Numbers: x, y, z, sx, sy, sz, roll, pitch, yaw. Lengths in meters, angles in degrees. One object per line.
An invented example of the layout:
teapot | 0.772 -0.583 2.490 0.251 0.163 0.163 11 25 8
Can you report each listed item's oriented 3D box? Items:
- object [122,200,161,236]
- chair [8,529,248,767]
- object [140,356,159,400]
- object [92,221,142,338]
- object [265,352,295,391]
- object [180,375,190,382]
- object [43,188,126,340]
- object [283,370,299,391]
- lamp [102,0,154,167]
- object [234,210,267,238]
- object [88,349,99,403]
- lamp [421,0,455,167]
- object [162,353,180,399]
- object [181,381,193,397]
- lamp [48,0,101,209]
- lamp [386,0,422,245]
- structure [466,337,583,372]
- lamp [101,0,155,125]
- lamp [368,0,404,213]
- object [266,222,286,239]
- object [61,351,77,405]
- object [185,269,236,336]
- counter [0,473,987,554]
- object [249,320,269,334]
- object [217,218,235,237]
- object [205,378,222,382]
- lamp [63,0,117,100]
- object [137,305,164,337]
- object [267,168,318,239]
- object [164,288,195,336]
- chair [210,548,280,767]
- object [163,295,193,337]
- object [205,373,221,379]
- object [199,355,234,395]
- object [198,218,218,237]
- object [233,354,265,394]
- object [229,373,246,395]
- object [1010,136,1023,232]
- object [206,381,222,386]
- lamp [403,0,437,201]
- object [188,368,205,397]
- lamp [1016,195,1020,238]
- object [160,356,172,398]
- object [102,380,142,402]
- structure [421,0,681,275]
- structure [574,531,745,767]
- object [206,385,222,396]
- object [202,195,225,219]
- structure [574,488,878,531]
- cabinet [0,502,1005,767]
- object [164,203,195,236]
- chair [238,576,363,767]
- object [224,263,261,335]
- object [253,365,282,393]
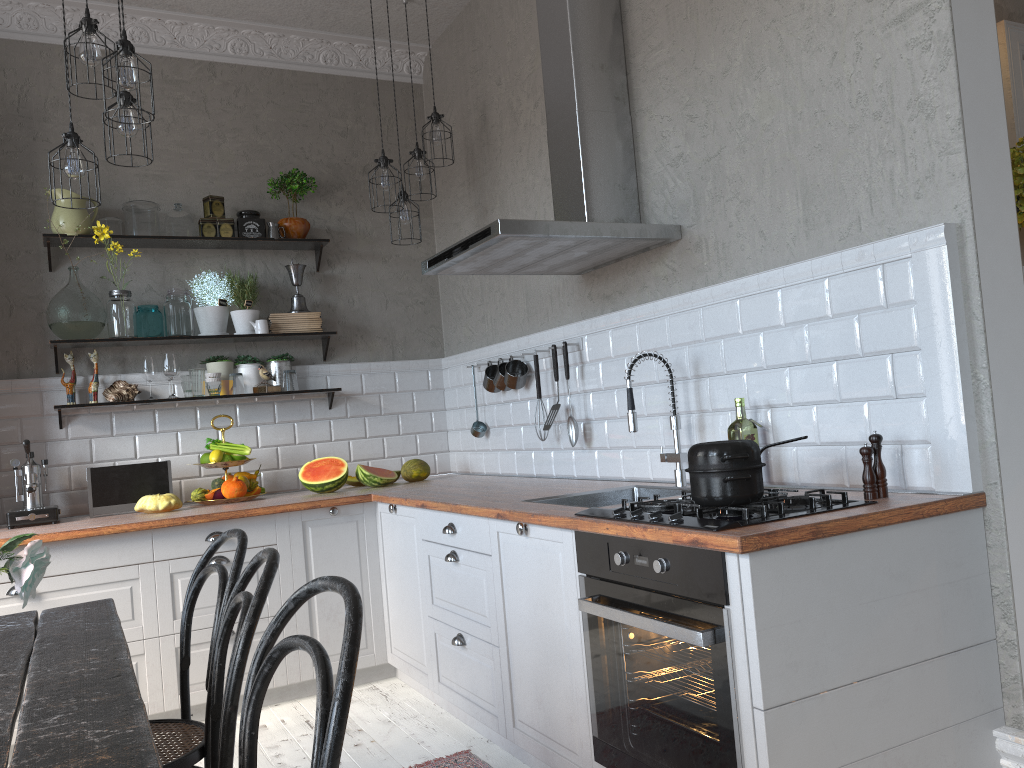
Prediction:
object | -1.804 -0.788 4.323 0.170 0.184 0.173 -5 -2 12
chair | -0.878 0.838 2.076 0.559 0.920 0.430 -4 -2 -30
object | -1.764 -0.025 4.317 0.083 0.217 0.080 -3 -3 -41
object | -1.862 -0.484 4.162 0.195 0.540 0.275 -3 -3 -35
object | -1.212 -0.055 4.653 0.161 0.213 0.150 -4 -3 -30
object | -1.608 -0.002 4.413 0.078 0.083 0.077 -5 -2 -10
object | -2.043 -0.539 4.120 0.331 0.674 0.340 -6 -3 31
object | -1.141 -0.016 4.560 0.079 0.108 0.076 -3 -3 -34
lamp | -1.424 -1.649 3.159 0.150 1.734 0.143 -3 -3 -40
object | -1.364 -0.810 4.601 0.144 0.174 0.139 -4 -2 -27
object | -1.974 -0.033 4.189 0.053 0.264 0.062 -5 -2 9
lamp | -0.429 -1.943 4.363 0.144 1.734 0.149 -6 -3 34
object | -1.643 -0.038 4.277 0.083 0.217 0.080 -3 -3 -41
object | -1.605 0.031 4.412 0.078 0.083 0.077 -5 -2 -10
lamp | -1.569 -1.480 3.073 0.144 1.734 0.149 -6 -2 29
lamp | -0.584 -1.549 4.320 0.144 1.734 0.149 -6 -3 34
structure | 0.025 -0.126 4.156 0.096 0.053 1.066 -4 -3 -27
lamp | -1.302 -1.722 2.880 0.145 1.734 0.148 -6 -2 19
lamp | -0.652 -1.674 4.146 0.146 1.734 0.147 -5 -2 4
object | -1.217 -0.785 4.566 0.095 0.096 0.073 -4 -2 -27
object | -2.075 -0.025 4.153 0.060 0.264 0.054 -6 -3 34
object | -1.511 -0.407 4.501 0.247 0.354 0.232 -5 -2 -10
counter | -1.001 0.497 2.886 3.218 0.039 3.330 -4 -3 -27
object | -1.270 -0.287 4.489 0.106 0.071 0.063 -5 -2 2
object | -1.450 -0.776 4.497 0.084 0.113 0.082 -4 -2 -17
object | -1.466 -0.002 4.356 0.078 0.051 0.077 -5 -2 -9
lamp | -1.468 -1.834 2.978 0.150 1.734 0.143 -3 -3 -40
object | -1.782 -0.297 4.349 0.128 0.172 0.124 -4 -2 -24
object | -1.144 -0.938 4.675 0.262 0.397 0.240 -5 -2 -3
object | -1.681 -0.347 4.474 0.133 0.264 0.129 -4 -2 -22
chair | -0.683 0.803 1.643 0.557 0.920 0.432 -4 -2 -20
object | -1.633 -0.328 4.330 0.125 0.206 0.124 -5 -2 -5
object | -1.468 -0.027 4.356 0.079 0.051 0.075 -3 -3 -42
object | -1.493 -0.043 4.485 0.152 0.217 0.160 -7 -3 42
object | -1.530 -0.771 4.459 0.084 0.113 0.081 -4 -2 -27
object | -1.357 -0.048 4.567 0.173 0.214 0.147 -5 -2 2
object | -1.386 0.001 4.458 0.079 0.108 0.076 -3 -3 -34
object | 1.639 -0.477 2.673 0.296 0.553 0.342 -5 -2 7
object | -1.465 0.016 4.355 0.079 0.051 0.075 -3 -3 -35
lamp | -0.530 -1.801 4.487 0.145 1.734 0.148 -5 -2 14
object | -1.547 -0.004 4.361 0.077 0.139 0.080 -6 -3 35
lamp | 1.363 -0.340 2.605 0.456 0.558 0.169 -4 -2 -20
object | -1.684 -0.031 4.354 0.083 0.217 0.080 -3 -3 -41
object | -1.864 0.034 4.214 0.094 0.111 0.180 -7 -3 40
structure | 0.058 -1.259 3.306 0.725 1.595 0.699 -4 -2 -27
structure | 0.577 0.666 2.254 0.629 0.623 0.611 -4 -2 -27
object | -1.463 0.033 4.354 0.079 0.051 0.075 -3 -3 -35
object | -1.503 -0.885 4.468 0.081 0.113 0.084 -7 -3 43
structure | 0.520 0.305 2.259 0.505 0.031 0.595 -4 -3 -27
cabinet | -0.624 0.890 3.216 4.143 0.854 2.013 -6 -2 18
object | -1.686 -0.809 4.492 0.138 0.220 0.142 -6 -2 22
chair | -0.447 0.764 1.176 0.559 0.920 0.430 -4 -2 -30
object | -1.370 -0.431 4.519 0.167 0.380 0.187 -6 -2 24
object | -1.249 -0.025 4.524 0.099 0.147 0.120 -6 -3 30
